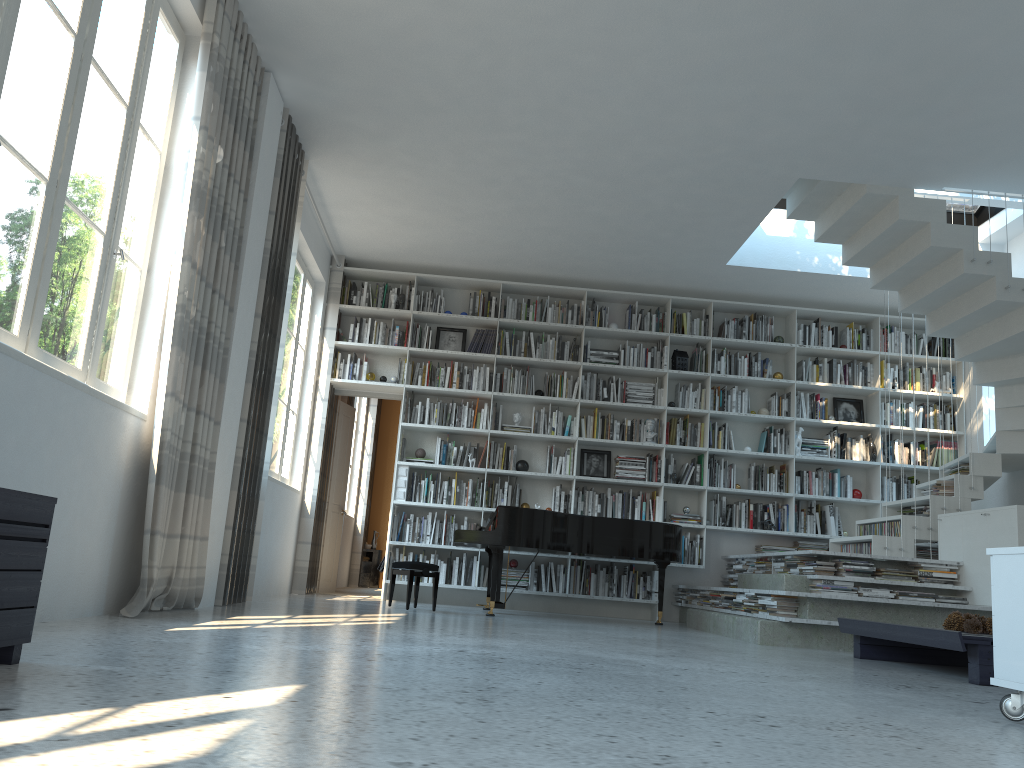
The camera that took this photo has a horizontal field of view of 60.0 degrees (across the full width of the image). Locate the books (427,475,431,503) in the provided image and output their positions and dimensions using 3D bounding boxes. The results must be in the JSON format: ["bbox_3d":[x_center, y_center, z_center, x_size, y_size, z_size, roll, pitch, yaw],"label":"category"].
[{"bbox_3d":[-0.788,1.015,8.466,0.009,0.277,0.158,5,-12,-2],"label":"books"}]

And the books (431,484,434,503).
[{"bbox_3d":[-0.755,1.056,8.437,0.016,0.188,0.184,5,-12,-2],"label":"books"}]

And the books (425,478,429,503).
[{"bbox_3d":[-0.813,1.024,8.439,0.009,0.244,0.185,5,-12,-2],"label":"books"}]

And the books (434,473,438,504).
[{"bbox_3d":[-0.725,1.013,8.484,0.009,0.298,0.141,5,-12,-2],"label":"books"}]

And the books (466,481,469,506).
[{"bbox_3d":[-0.423,1.061,8.474,0.010,0.245,0.160,5,-12,-2],"label":"books"}]

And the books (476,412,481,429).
[{"bbox_3d":[-0.327,0.380,8.617,0.030,0.183,0.152,5,-12,-2],"label":"books"}]

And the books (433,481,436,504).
[{"bbox_3d":[-0.739,1.044,8.475,0.016,0.230,0.136,5,-12,-2],"label":"books"}]

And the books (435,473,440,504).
[{"bbox_3d":[-0.709,1.006,8.450,0.019,0.299,0.180,5,-12,-2],"label":"books"}]

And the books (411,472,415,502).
[{"bbox_3d":[-0.944,0.996,8.465,0.016,0.289,0.153,5,-12,-2],"label":"books"}]

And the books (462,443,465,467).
[{"bbox_3d":[-0.471,0.701,8.552,0.013,0.241,0.141,5,-12,-2],"label":"books"}]

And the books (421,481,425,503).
[{"bbox_3d":[-0.846,1.036,8.442,0.015,0.216,0.180,5,-12,-2],"label":"books"}]

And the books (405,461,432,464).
[{"bbox_3d":[-0.889,0.766,8.513,0.254,0.012,0.161,5,-12,-1],"label":"books"}]

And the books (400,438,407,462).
[{"bbox_3d":[-1.044,0.650,8.521,0.028,0.242,0.157,5,-12,-2],"label":"books"}]

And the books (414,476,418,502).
[{"bbox_3d":[-0.912,1.015,8.464,0.022,0.256,0.142,5,-12,-2],"label":"books"}]

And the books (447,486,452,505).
[{"bbox_3d":[-0.592,1.074,8.445,0.029,0.181,0.190,5,-12,-2],"label":"books"}]

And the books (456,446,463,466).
[{"bbox_3d":[-0.506,0.712,8.548,0.056,0.213,0.143,5,-12,-2],"label":"books"}]

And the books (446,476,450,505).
[{"bbox_3d":[-0.610,1.026,8.463,0.014,0.281,0.150,5,-12,-2],"label":"books"}]

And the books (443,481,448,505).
[{"bbox_3d":[-0.633,1.050,8.458,0.027,0.229,0.159,5,-12,-2],"label":"books"}]

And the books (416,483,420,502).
[{"bbox_3d":[-0.885,1.043,8.424,0.019,0.189,0.193,5,-12,-2],"label":"books"}]

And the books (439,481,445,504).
[{"bbox_3d":[-0.669,1.050,8.474,0.045,0.229,0.138,5,-12,-2],"label":"books"}]

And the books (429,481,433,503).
[{"bbox_3d":[-0.770,1.041,8.443,0.015,0.218,0.190,5,-12,-2],"label":"books"}]

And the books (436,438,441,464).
[{"bbox_3d":[-0.707,0.663,8.533,0.024,0.272,0.150,5,-12,-2],"label":"books"}]

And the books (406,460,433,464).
[{"bbox_3d":[-0.888,0.753,8.511,0.254,0.012,0.161,5,-12,-5],"label":"books"}]

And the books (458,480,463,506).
[{"bbox_3d":[-0.489,1.051,8.460,0.028,0.248,0.159,5,-12,-2],"label":"books"}]

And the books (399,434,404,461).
[{"bbox_3d":[-1.063,0.630,8.534,0.012,0.284,0.160,5,-12,-2],"label":"books"}]

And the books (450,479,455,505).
[{"bbox_3d":[-0.563,1.044,8.463,0.026,0.253,0.177,5,-12,-2],"label":"books"}]

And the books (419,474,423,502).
[{"bbox_3d":[-0.870,1.005,8.453,0.008,0.279,0.164,5,-12,-2],"label":"books"}]

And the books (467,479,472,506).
[{"bbox_3d":[-0.405,1.049,8.460,0.021,0.265,0.186,5,-12,-2],"label":"books"}]

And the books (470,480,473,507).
[{"bbox_3d":[-0.390,1.057,8.478,0.013,0.259,0.143,5,-12,-2],"label":"books"}]

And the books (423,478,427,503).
[{"bbox_3d":[-0.825,1.026,8.452,0.014,0.242,0.171,5,-12,-2],"label":"books"}]

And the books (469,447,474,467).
[{"bbox_3d":[-0.389,0.721,8.530,0.030,0.207,0.172,5,-12,-2],"label":"books"}]

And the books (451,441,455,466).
[{"bbox_3d":[-0.566,0.685,8.529,0.011,0.250,0.172,5,-12,-2],"label":"books"}]

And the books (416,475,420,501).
[{"bbox_3d":[-0.896,1.009,8.446,0.007,0.263,0.177,5,-12,-2],"label":"books"}]

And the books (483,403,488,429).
[{"bbox_3d":[-0.265,0.337,8.634,0.027,0.285,0.148,5,-12,-2],"label":"books"}]

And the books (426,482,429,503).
[{"bbox_3d":[-0.803,1.048,8.467,0.016,0.210,0.146,5,-12,-2],"label":"books"}]

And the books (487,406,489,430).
[{"bbox_3d":[-0.234,0.353,8.633,0.036,0.257,0.123,5,-12,-2],"label":"books"}]

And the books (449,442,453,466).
[{"bbox_3d":[-0.584,0.688,8.546,0.022,0.248,0.129,5,-12,-2],"label":"books"}]

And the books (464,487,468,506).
[{"bbox_3d":[-0.442,1.086,8.473,0.023,0.194,0.140,5,-12,-2],"label":"books"}]

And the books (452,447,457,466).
[{"bbox_3d":[-0.548,0.713,8.511,0.029,0.189,0.189,5,-12,-2],"label":"books"}]

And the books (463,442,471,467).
[{"bbox_3d":[-0.433,0.695,8.540,0.060,0.254,0.159,5,-12,-2],"label":"books"}]

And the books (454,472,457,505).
[{"bbox_3d":[-0.539,1.011,8.469,0.021,0.322,0.172,5,-12,-2],"label":"books"}]

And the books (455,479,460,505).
[{"bbox_3d":[-0.516,1.042,8.455,0.028,0.260,0.181,5,-12,-2],"label":"books"}]

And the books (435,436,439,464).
[{"bbox_3d":[-0.724,0.656,8.535,0.012,0.284,0.160,5,-12,-2],"label":"books"}]

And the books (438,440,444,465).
[{"bbox_3d":[-0.680,0.676,8.540,0.031,0.255,0.143,5,-12,-2],"label":"books"}]

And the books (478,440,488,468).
[{"bbox_3d":[-0.282,0.690,8.514,0.082,0.275,0.229,5,-12,-2],"label":"books"}]

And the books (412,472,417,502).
[{"bbox_3d":[-0.929,0.994,8.459,0.014,0.293,0.172,5,-12,-2],"label":"books"}]

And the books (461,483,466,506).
[{"bbox_3d":[-0.464,1.066,8.473,0.025,0.228,0.153,5,-12,-2],"label":"books"}]

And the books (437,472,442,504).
[{"bbox_3d":[-0.694,1.007,8.462,0.012,0.305,0.190,5,-12,-2],"label":"books"}]

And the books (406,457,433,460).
[{"bbox_3d":[-0.887,0.730,8.520,0.254,0.012,0.161,5,-12,-1],"label":"books"}]

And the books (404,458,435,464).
[{"bbox_3d":[-0.887,0.741,8.511,0.285,0.012,0.160,4,-12,2],"label":"books"}]

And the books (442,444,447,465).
[{"bbox_3d":[-0.650,0.695,8.508,0.029,0.207,0.190,5,-12,-2],"label":"books"}]

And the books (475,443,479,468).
[{"bbox_3d":[-0.336,0.706,8.549,0.021,0.250,0.154,5,-12,-2],"label":"books"}]

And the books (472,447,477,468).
[{"bbox_3d":[-0.361,0.724,8.541,0.027,0.209,0.144,5,-12,-2],"label":"books"}]

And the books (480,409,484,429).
[{"bbox_3d":[-0.296,0.364,8.622,0.031,0.223,0.145,5,-12,-2],"label":"books"}]

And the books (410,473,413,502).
[{"bbox_3d":[-0.957,0.998,8.466,0.008,0.284,0.160,5,-12,-2],"label":"books"}]

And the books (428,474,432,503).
[{"bbox_3d":[-0.778,1.006,8.444,0.007,0.285,0.182,5,-12,-2],"label":"books"}]

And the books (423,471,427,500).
[{"bbox_3d":[-0.832,0.991,8.461,0.006,0.314,0.146,5,-12,-2],"label":"books"}]

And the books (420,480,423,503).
[{"bbox_3d":[-0.861,1.037,8.454,0.015,0.218,0.177,5,-12,-2],"label":"books"}]

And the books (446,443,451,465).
[{"bbox_3d":[-0.611,0.696,8.550,0.030,0.231,0.148,5,-12,-2],"label":"books"}]

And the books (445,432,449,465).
[{"bbox_3d":[-0.627,0.642,8.554,0.011,0.335,0.153,5,-12,-2],"label":"books"}]
